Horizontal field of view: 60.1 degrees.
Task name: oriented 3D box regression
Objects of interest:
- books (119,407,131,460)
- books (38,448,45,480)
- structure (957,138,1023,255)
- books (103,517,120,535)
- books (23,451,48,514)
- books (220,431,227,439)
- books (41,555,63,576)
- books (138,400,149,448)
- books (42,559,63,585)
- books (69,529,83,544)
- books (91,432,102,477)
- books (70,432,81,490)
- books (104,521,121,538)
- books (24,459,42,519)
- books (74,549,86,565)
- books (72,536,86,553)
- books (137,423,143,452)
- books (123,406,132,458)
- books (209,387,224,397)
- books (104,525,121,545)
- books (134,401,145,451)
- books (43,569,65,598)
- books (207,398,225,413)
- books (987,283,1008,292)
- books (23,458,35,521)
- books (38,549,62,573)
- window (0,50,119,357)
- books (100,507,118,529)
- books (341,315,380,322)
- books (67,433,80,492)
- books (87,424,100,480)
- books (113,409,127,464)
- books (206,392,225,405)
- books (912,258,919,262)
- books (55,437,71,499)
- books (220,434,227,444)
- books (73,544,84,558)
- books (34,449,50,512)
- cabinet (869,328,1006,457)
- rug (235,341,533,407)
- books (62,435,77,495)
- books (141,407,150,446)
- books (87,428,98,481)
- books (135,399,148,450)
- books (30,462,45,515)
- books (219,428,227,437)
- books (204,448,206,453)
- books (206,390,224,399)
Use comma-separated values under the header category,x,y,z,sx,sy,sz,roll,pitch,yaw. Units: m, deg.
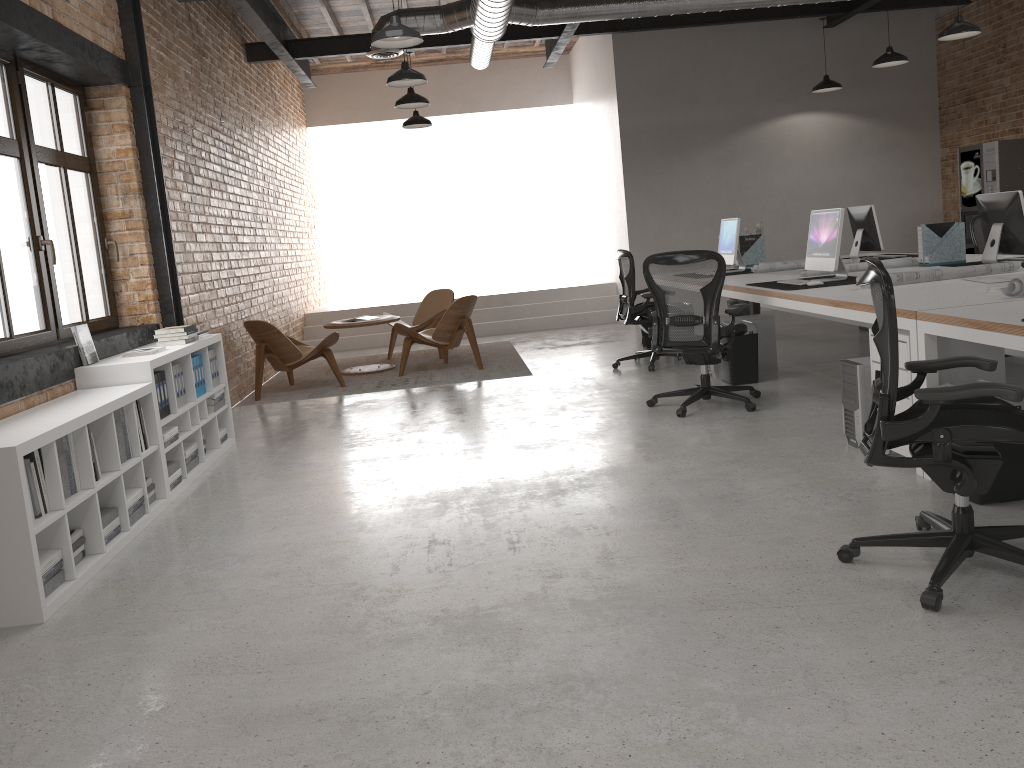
category,x,y,z,sx,sy,sz,roll,pitch,yaw
books,-2.074,0.247,4.470,0.249,0.331,0.060,-5,7,1
books,-2.029,0.374,3.605,0.271,0.352,0.063,-5,7,1
structure,5.552,-1.807,9.988,0.638,1.800,0.754,-6,7,-3
books,-1.984,0.672,4.127,0.214,0.046,0.253,-6,9,-3
books,-2.024,0.382,3.551,0.258,0.353,0.050,-5,6,1
books,-2.133,0.368,6.191,0.219,0.034,0.261,-6,9,-3
books,-1.942,0.732,3.502,0.219,0.039,0.262,-6,9,-3
books,-2.062,0.235,4.697,0.221,0.281,0.061,-5,7,1
books,-1.935,0.759,3.497,0.207,0.066,0.277,-6,9,-3
books,-2.001,0.682,3.817,0.199,0.054,0.241,-6,9,-3
books,-2.030,0.348,4.114,0.197,0.238,0.059,-5,7,1
books,-2.051,0.352,3.905,0.259,0.303,0.041,-5,6,1
books,-1.982,0.690,4.124,0.219,0.034,0.261,-6,9,-3
books,-1.982,0.431,3.510,0.182,0.260,0.057,-5,7,1
books,-1.978,0.773,3.803,0.184,0.049,0.263,-6,9,-3
books,-2.000,0.719,3.797,0.222,0.055,0.284,-6,9,-3
books,-2.077,0.214,4.607,0.258,0.353,0.050,-5,6,1
books,-2.080,0.252,4.503,0.265,0.313,0.025,-5,6,1
books,-2.144,0.056,6.160,0.214,0.051,0.254,-6,9,-3
books,-1.976,0.717,4.119,0.207,0.061,0.276,-6,9,-3
books,-2.081,0.212,4.631,0.259,0.350,0.071,-5,7,1
books,-1.936,0.811,3.495,0.217,0.071,0.291,-6,9,-3
books,-2.137,0.153,6.152,0.217,0.071,0.291,-6,9,-3
books,2.532,-0.493,4.502,0.200,0.024,0.237,0,11,29
books,-2.027,0.420,3.469,0.259,0.303,0.041,-5,6,1
books,-1.943,0.713,3.504,0.214,0.051,0.254,-6,9,-3
window,-2.496,-0.545,1.830,0.147,1.681,8.688,-6,9,-3
books,-1.990,0.640,4.104,0.217,0.077,0.293,-6,9,-3
books,-1.639,-0.713,9.578,0.349,0.034,0.258,-2,10,21
books,-2.051,0.350,3.882,0.265,0.313,0.025,-5,6,1
books,-2.033,0.333,4.077,0.221,0.281,0.061,-5,7,1
books,-2.079,0.249,4.408,0.259,0.349,0.065,-5,7,1
books,-2.136,0.101,6.154,0.207,0.066,0.277,-6,9,-3
books,3.289,-1.011,7.228,0.200,0.024,0.237,0,11,29
books,-2.050,0.347,3.787,0.259,0.349,0.065,-5,7,1
books,-2.127,0.394,6.186,0.207,0.061,0.276,-6,9,-3
books,-1.974,0.742,3.813,0.164,0.047,0.240,-6,9,-3
books,-2.028,0.379,3.575,0.259,0.350,0.071,-5,7,1
cabinet,2.066,0.045,4.311,0.460,0.644,0.390,-6,7,-4
rug,-1.270,-0.167,9.596,2.729,0.004,3.015,-6,9,-3
books,-2.045,0.346,3.850,0.249,0.331,0.060,-5,7,1
books,-2.059,0.250,4.735,0.197,0.238,0.059,-5,7,1
books,-2.054,0.305,4.040,0.271,0.352,0.063,-5,7,1
books,-2.083,0.206,4.661,0.271,0.352,0.063,-5,7,1
books,-1.975,0.437,3.541,0.162,0.238,0.054,-5,7,1
books,-2.135,0.349,6.194,0.214,0.046,0.253,-6,9,-3
books,-2.122,0.466,5.770,0.184,0.049,0.263,-6,9,-3
books,-2.143,0.075,6.158,0.219,0.039,0.262,-6,9,-3
